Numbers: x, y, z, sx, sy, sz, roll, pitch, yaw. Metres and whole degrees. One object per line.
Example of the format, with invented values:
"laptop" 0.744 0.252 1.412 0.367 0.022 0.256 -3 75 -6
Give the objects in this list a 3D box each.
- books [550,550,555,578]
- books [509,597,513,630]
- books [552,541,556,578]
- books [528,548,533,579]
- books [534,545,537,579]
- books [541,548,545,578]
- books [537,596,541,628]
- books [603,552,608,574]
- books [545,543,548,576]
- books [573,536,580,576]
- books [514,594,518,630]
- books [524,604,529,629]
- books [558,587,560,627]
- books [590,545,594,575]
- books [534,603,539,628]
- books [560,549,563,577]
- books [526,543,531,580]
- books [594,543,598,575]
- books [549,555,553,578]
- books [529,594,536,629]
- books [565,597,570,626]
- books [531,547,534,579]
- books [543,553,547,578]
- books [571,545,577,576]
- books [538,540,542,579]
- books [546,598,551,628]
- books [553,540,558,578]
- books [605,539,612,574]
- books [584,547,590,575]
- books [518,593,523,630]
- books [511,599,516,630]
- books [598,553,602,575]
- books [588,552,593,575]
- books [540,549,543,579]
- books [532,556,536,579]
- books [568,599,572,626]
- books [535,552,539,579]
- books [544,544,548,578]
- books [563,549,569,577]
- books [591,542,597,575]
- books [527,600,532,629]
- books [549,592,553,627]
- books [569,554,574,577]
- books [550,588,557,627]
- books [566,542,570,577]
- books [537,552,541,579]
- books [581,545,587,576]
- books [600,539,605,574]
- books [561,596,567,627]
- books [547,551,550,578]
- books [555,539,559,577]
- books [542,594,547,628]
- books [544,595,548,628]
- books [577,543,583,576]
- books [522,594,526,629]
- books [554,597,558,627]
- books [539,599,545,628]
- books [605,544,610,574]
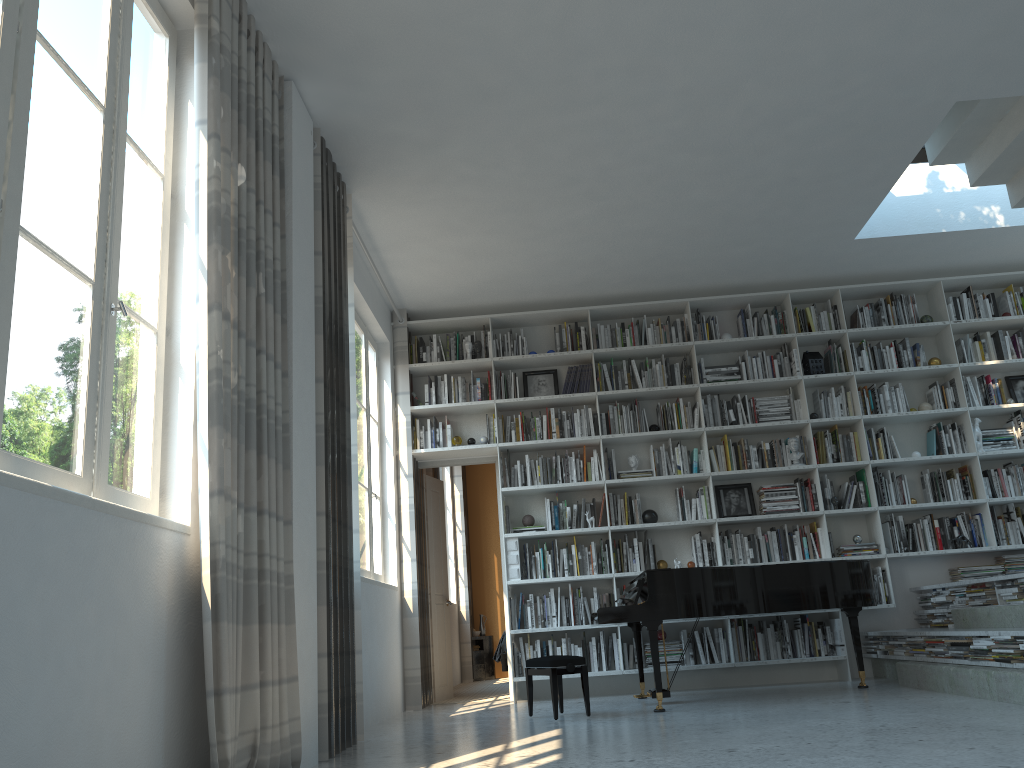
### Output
"books" 0.328 1.462 7.163 0.016 0.230 0.136 -4 -16 2
"books" -0.002 1.835 7.072 0.012 0.253 0.161 -4 -16 2
"books" 0.338 1.429 7.173 0.009 0.298 0.141 -4 -15 2
"books" 0.153 1.461 7.165 0.022 0.256 0.142 -4 -15 2
"books" 0.192 1.443 7.152 0.008 0.279 0.165 -5 -16 2
"books" 0.250 1.452 7.133 0.009 0.244 0.185 -5 -16 2
"books" 0.217 1.823 7.072 0.022 0.247 0.134 -4 -15 2
"books" 0.751 1.450 7.143 0.023 0.186 0.130 -4 -16 2
"books" 0.281 1.429 7.137 0.007 0.285 0.182 -4 -16 2
"books" 0.520 1.396 7.146 0.021 0.322 0.172 -4 -15 2
"books" 0.035 1.812 7.045 0.011 0.276 0.190 -4 -16 2
"books" 0.119 1.852 7.060 0.024 0.197 0.148 -4 -16 2
"books" 0.373 1.774 7.047 0.039 0.306 0.173 -4 -15 2
"books" 0.642 1.426 7.140 0.010 0.245 0.160 -4 -16 2
"books" 0.195 1.846 7.063 0.025 0.199 0.137 -4 -16 2
"books" 0.398 1.456 7.156 0.045 0.229 0.138 -4 -16 2
"books" 0.133 1.442 7.162 0.014 0.293 0.172 -4 -16 2
"books" 0.675 1.417 7.143 0.013 0.259 0.143 -4 -15 2
"books" 0.311 1.474 7.125 0.016 0.188 0.184 -4 -16 2
"books" 0.165 1.811 7.052 0.029 0.265 0.172 -4 -16 2
"books" 0.441 1.813 7.050 0.028 0.224 0.134 -4 -16 2
"books" 0.166 1.451 7.147 0.007 0.263 0.177 -4 -16 2
"books" 0.265 1.475 7.158 0.016 0.210 0.146 -4 -16 2
"books" 0.501 1.431 7.140 0.026 0.253 0.177 -4 -16 2
"books" 0.227 1.424 7.158 0.006 0.314 0.146 -4 -15 2
"books" 0.292 1.819 7.045 0.028 0.228 0.158 -4 -16 2
"books" 0.350 1.417 7.138 0.019 0.299 0.180 -4 -16 2
"books" 0.781 1.402 7.150 0.024 0.279 0.136 -4 -15 2
"books" 0.602 1.438 7.141 0.025 0.228 0.153 -4 -16 2
"books" 0.067 1.809 7.053 0.052 0.282 0.173 -4 -16 2
"books" 0.018 1.836 7.056 0.029 0.238 0.155 -4 -16 2
"books" 0.704 1.453 7.131 0.041 0.181 0.142 -4 -16 2
"books" 0.628 1.453 7.138 0.023 0.193 0.140 -4 -16 2
"books" 0.240 1.457 7.146 0.014 0.242 0.171 -4 -16 2
"books" 0.181 1.482 7.121 0.019 0.188 0.194 -4 -16 2
"books" 0.462 1.819 7.047 0.013 0.208 0.155 -4 -16 2
"books" 0.205 1.473 7.150 0.015 0.217 0.177 -4 -16 2
"books" 0.275 1.440 7.158 0.009 0.277 0.158 -4 -15 2
"books" 0.433 1.448 7.139 0.027 0.229 0.159 -4 -16 2
"books" 0.657 1.411 7.126 0.021 0.264 0.186 -4 -16 2
"books" 0.140 1.833 7.041 0.022 0.220 0.188 -4 -16 2
"books" 0.312 1.802 7.069 0.013 0.273 0.146 -4 -15 2
"books" 0.476 1.466 7.121 0.029 0.181 0.190 -4 -16 2
"books" 0.330 1.786 7.064 0.027 0.298 0.142 -4 -15 2
"books" 0.451 1.422 7.144 0.014 0.281 0.150 -4 -15 2
"books" 0.219 1.469 7.137 0.015 0.216 0.180 -4 -16 2
"books" 0.574 1.426 7.131 0.028 0.248 0.159 -4 -16 2
"books" 0.727 1.395 7.125 0.014 0.285 0.180 -4 -16 2
"books" 0.411 1.810 7.057 0.031 0.238 0.132 -4 -15 2
"books" 0.295 1.462 7.133 0.015 0.218 0.190 -4 -16 2
"books" 0.366 1.417 7.150 0.012 0.305 0.190 -4 -16 2
"books" 0.260 1.806 7.042 0.013 0.256 0.190 -4 -16 2
"books" 0.271 1.806 7.036 0.010 0.252 0.178 -4 -16 2
"books" 0.546 1.422 7.129 0.028 0.260 0.181 -4 -16 2
"books" 0.099 1.817 7.070 0.010 0.273 0.150 -4 -15 2
"books" 0.352 1.817 7.057 0.012 0.232 0.149 -4 -16 2
"books" 0.241 1.823 7.036 0.028 0.222 0.189 -4 -16 2
"books" 0.764 1.416 7.124 0.010 0.239 0.175 -4 -16 2
